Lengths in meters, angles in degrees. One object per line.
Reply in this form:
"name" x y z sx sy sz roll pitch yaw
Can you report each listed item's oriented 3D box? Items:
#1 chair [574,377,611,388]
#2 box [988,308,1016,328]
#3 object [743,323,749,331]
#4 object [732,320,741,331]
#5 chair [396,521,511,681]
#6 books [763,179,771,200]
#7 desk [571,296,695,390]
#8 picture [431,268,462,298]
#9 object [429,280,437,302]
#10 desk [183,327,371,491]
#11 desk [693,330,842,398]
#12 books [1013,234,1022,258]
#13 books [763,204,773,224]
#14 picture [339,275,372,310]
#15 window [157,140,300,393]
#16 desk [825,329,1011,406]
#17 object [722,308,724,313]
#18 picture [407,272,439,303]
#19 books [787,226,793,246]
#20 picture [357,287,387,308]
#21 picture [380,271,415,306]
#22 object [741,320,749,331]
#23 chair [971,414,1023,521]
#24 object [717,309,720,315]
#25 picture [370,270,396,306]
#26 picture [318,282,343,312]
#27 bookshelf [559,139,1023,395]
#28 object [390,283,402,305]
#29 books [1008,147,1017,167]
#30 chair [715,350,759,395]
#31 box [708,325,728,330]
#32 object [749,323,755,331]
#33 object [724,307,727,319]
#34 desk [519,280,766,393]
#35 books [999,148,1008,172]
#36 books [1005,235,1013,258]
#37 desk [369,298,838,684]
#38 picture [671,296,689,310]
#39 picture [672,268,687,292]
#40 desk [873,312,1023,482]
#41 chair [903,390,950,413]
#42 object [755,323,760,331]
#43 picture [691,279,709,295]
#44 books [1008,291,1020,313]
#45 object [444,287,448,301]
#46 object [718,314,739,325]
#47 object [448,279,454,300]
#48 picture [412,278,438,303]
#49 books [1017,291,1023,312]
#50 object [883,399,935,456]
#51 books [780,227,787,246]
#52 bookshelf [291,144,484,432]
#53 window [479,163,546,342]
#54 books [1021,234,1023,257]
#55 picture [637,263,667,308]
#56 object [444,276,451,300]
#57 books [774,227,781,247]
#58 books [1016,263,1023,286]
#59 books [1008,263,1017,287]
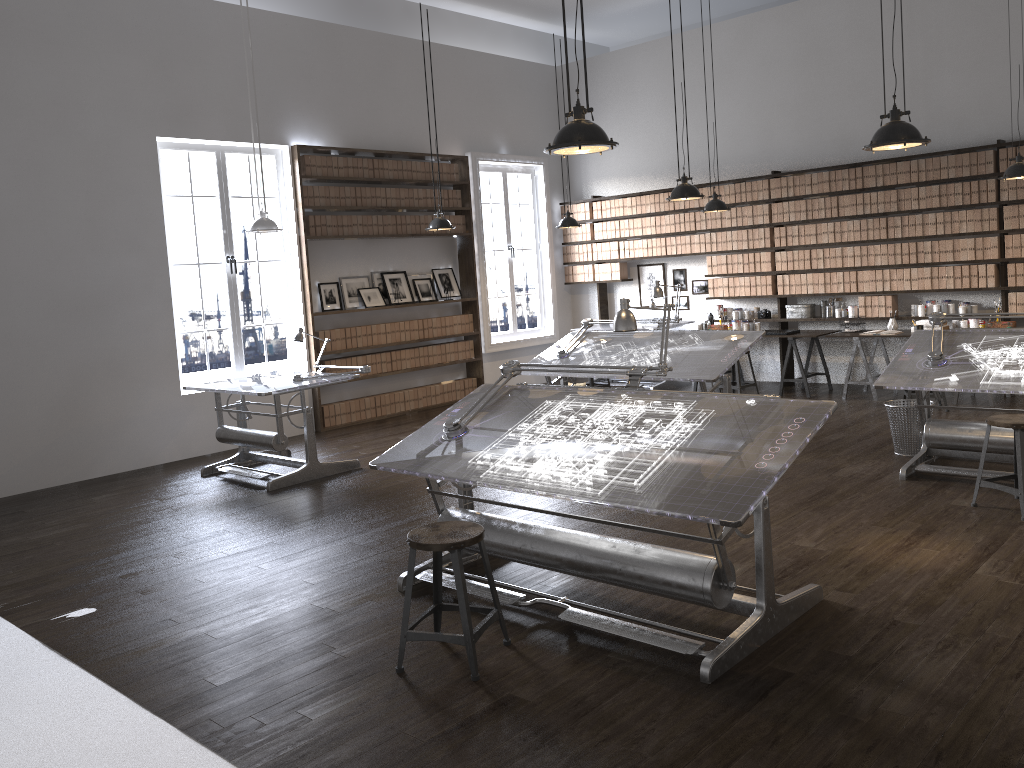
"chair" 0.930 -0.087 10.397 0.359 0.526 0.372 -8 7 -38
"box" 4.652 -0.611 8.411 0.212 0.206 0.138 1 7 43
"object" 2.711 -0.653 10.266 0.062 0.094 0.062 -5 5 -7
"object" 2.620 -0.674 10.329 0.105 0.141 0.104 0 6 35
"chair" -0.247 0.855 3.573 0.358 0.526 0.373 -2 6 22
"books" 2.951 -2.227 10.154 0.067 0.225 0.175 0 7 43
"desk" 1.569 -0.516 11.125 1.269 1.093 1.075 2 8 43
"picture" -0.805 -1.248 10.933 0.161 0.363 0.344 0 7 43
"object" -0.948 -1.107 10.569 0.040 0.259 0.124 0 6 43
"desk" -1.913 0.139 7.475 1.269 1.184 1.176 1 8 43
"desk" 2.801 -0.246 10.049 1.669 0.667 0.658 2 8 43
"books" 4.864 -1.322 8.491 0.067 0.225 0.175 0 7 43
"books" 2.965 -1.953 10.181 0.067 0.225 0.175 0 7 43
"picture" -1.742 -1.030 9.968 0.083 0.364 0.417 0 7 43
"window" -2.815 -1.163 8.845 0.153 2.487 1.489 0 6 43
"desk" 4.091 -0.183 8.846 1.669 0.667 0.658 2 8 43
"object" 2.479 -0.799 10.453 0.055 0.192 0.006 0 6 42
"picture" -1.085 -1.161 10.674 0.095 0.359 0.435 0 7 43
"books" 3.182 -1.672 10.024 0.067 0.225 0.175 0 7 43
"picture" -1.581 -0.978 10.029 0.144 0.228 0.301 1 8 43
"picture" -1.331 -1.119 10.338 0.149 0.390 0.375 0 7 43
"object" 2.728 -0.681 10.375 0.094 0.127 0.095 -9 7 -43
"chair" 2.874 0.457 5.014 0.359 0.526 0.373 -6 5 -18
"object" 2.462 -0.793 10.464 0.071 0.185 0.008 0 6 44
"picture" -1.455 -1.110 10.282 0.091 0.404 0.371 0 7 43
"picture" -1.995 -0.958 9.724 0.058 0.314 0.268 0 7 43
"bookshelf" 4.236 -0.801 9.269 9.181 3.194 0.375 2 8 43
"object" -1.331 -1.028 10.140 0.040 0.259 0.175 0 6 43
"books" 4.788 -2.138 8.443 0.067 0.225 0.175 0 7 43
"chair" 2.441 -0.098 9.656 0.359 0.526 0.372 -8 7 -38
"box" 2.443 -0.657 10.479 0.212 0.083 0.138 2 9 43
"object" 2.781 -0.657 10.260 0.062 0.093 0.063 -4 5 2
"object" 2.580 -0.858 10.740 0.050 0.139 0.051 0 6 41
"desk" 1.055 -0.213 7.854 2.281 1.381 1.081 2 8 43
"books" 4.738 -2.142 8.497 0.067 0.224 0.175 0 7 43
"books" 4.814 -1.325 8.540 0.067 0.225 0.175 0 7 43
"desk" 0.385 0.301 4.143 2.070 1.381 1.081 2 8 43
"picture" 2.151 -1.033 11.307 0.251 0.183 0.023 2 7 43
"picture" 2.139 -1.324 11.279 0.201 0.283 0.022 1 6 42
"desk" 3.507 -0.095 5.568 2.070 1.381 1.081 2 8 43
"chair" 3.837 -0.018 8.259 0.371 0.526 0.360 -2 5 17
"object" 2.847 -0.662 10.263 0.062 0.094 0.062 -4 5 2
"picture" 2.363 -1.213 11.082 0.251 0.183 0.023 2 7 43
"books" 4.863 -0.776 8.565 0.067 0.225 0.175 0 7 43
"object" -0.795 -1.086 10.694 0.040 0.165 0.066 0 6 43
"object" 2.594 -0.785 10.518 0.345 0.145 0.077 -7 6 -24
"object" -0.756 -1.154 10.828 0.040 0.261 0.111 0 6 43
"picture" -1.044 -1.127 10.658 0.127 0.289 0.291 0 7 43
"books" 4.914 -0.773 8.513 0.067 0.225 0.175 0 7 43
"object" 2.944 0.326 6.550 0.354 0.376 0.354 -7 6 -25
"books" 3.123 -1.674 10.071 0.067 0.225 0.175 0 7 43
"bookshelf" -1.401 -0.799 10.291 0.412 3.709 2.483 0 6 43
"window" -0.038 -1.716 11.647 0.153 2.300 1.250 0 6 43
"books" 4.913 -1.319 8.440 0.067 0.225 0.175 0 7 43
"picture" 1.830 -1.281 11.560 0.415 0.572 0.040 1 6 43
"object" -0.785 -1.164 10.757 0.040 0.303 0.119 0 6 43
"books" 3.073 -1.677 10.125 0.067 0.224 0.175 0 7 43
"books" 4.896 -1.048 8.494 0.067 0.225 0.175 0 7 43
"books" 4.845 -1.052 8.548 0.067 0.224 0.175 0 7 43
